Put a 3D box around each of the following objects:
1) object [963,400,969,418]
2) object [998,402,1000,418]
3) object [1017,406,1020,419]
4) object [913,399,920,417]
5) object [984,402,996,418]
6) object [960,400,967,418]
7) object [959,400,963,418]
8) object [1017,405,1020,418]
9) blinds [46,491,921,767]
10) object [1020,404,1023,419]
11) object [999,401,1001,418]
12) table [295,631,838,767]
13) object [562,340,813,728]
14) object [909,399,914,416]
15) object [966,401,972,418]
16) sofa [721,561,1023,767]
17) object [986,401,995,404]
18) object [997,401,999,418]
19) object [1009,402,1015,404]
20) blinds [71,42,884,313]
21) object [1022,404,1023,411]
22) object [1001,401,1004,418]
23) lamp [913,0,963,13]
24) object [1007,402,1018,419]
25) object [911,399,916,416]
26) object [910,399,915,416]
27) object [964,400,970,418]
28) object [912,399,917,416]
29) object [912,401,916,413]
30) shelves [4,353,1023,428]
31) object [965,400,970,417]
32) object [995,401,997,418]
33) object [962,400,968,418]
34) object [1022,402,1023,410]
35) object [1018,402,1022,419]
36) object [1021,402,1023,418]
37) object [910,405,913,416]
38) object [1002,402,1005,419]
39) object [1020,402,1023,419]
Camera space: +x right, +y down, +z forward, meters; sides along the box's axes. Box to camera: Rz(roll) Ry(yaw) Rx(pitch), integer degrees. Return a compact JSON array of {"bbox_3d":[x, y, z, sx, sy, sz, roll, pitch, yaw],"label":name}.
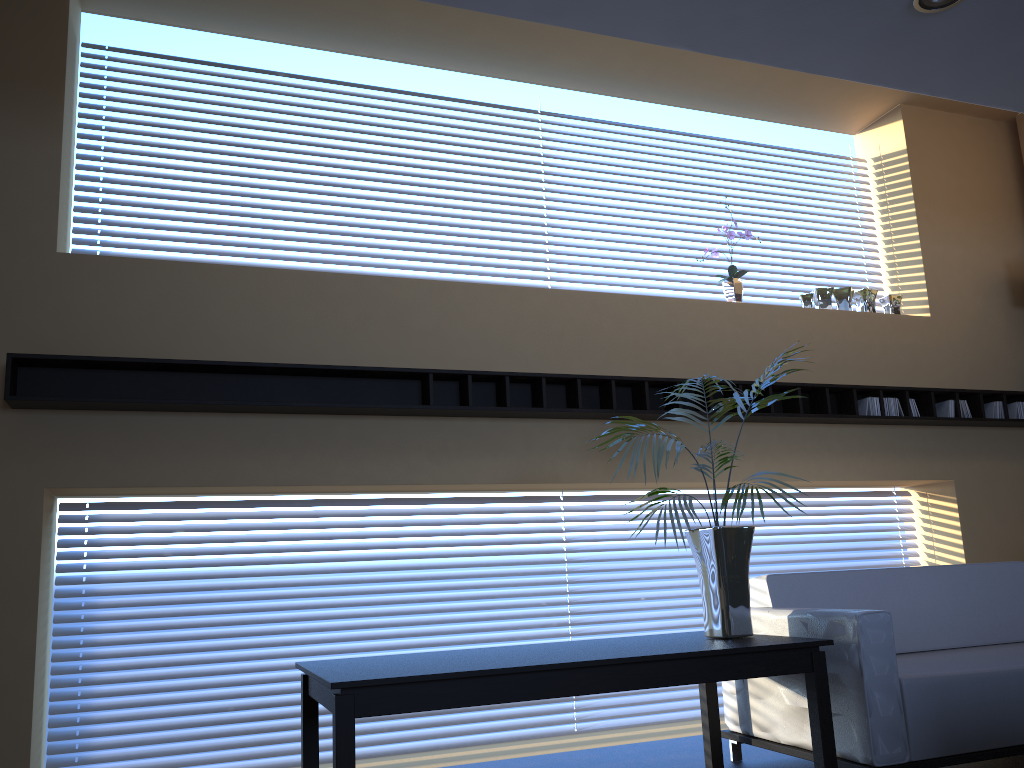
[{"bbox_3d":[2.981,0.182,5.933,0.030,0.119,0.143,1,-12,-21],"label":"object"},{"bbox_3d":[3.256,0.191,6.035,0.030,0.119,0.143,1,-12,-21],"label":"object"},{"bbox_3d":[3.425,0.197,6.101,0.009,0.119,0.143,1,-12,-21],"label":"object"},{"bbox_3d":[2.588,0.170,5.789,0.040,0.118,0.143,1,-12,-20],"label":"object"},{"bbox_3d":[3.222,0.191,6.025,0.040,0.118,0.143,1,-12,-21],"label":"object"},{"bbox_3d":[2.961,0.181,5.926,0.030,0.119,0.143,1,-12,-20],"label":"object"},{"bbox_3d":[2.942,0.180,5.919,0.009,0.119,0.143,1,-12,-20],"label":"object"},{"bbox_3d":[3.425,0.196,6.100,0.006,0.118,0.141,1,-12,-20],"label":"object"},{"bbox_3d":[0.315,1.336,5.202,5.392,1.360,0.047,2,-12,-20],"label":"blinds"},{"bbox_3d":[3.447,0.196,6.102,0.009,0.119,0.143,1,-12,-21],"label":"object"},{"bbox_3d":[3.267,0.190,6.036,0.030,0.119,0.143,1,-12,-20],"label":"object"},{"bbox_3d":[0.193,1.334,3.395,1.895,0.600,0.902,2,-13,-20],"label":"table"},{"bbox_3d":[0.847,0.868,4.335,1.040,1.850,1.905,-3,-12,-1],"label":"object"},{"bbox_3d":[2.547,0.167,5.768,0.026,0.117,0.141,1,-12,-20],"label":"object"},{"bbox_3d":[3.004,0.184,5.943,0.040,0.118,0.143,1,-12,-21],"label":"object"},{"bbox_3d":[2.106,1.277,4.137,2.057,0.844,1.019,2,-13,-20],"label":"sofa"},{"bbox_3d":[3.222,0.192,6.028,0.041,0.121,0.143,1,-12,-21],"label":"object"},{"bbox_3d":[3.247,0.190,6.030,0.026,0.117,0.141,1,-12,-20],"label":"object"},{"bbox_3d":[3.406,0.196,6.085,0.041,0.121,0.143,1,-12,-21],"label":"object"},{"bbox_3d":[0.192,-1.179,5.689,5.392,1.454,0.039,2,-12,-20],"label":"blinds"},{"bbox_3d":[3.464,0.198,6.116,0.009,0.119,0.143,1,-12,-20],"label":"object"},{"bbox_3d":[3.285,0.191,6.047,0.009,0.119,0.143,1,-12,-20],"label":"object"},{"bbox_3d":[1.661,-1.545,3.434,0.210,0.096,0.208,-12,-15,38],"label":"lamp"},{"bbox_3d":[3.404,0.196,6.088,0.040,0.118,0.143,1,-12,-21],"label":"object"},{"bbox_3d":[2.564,0.169,5.781,0.030,0.119,0.143,1,-12,-20],"label":"object"},{"bbox_3d":[2.555,0.168,5.774,0.030,0.119,0.143,1,-12,-20],"label":"object"},{"bbox_3d":[2.990,0.182,5.938,0.030,0.119,0.143,1,-12,-21],"label":"object"},{"bbox_3d":[2.574,0.169,5.785,0.026,0.117,0.141,1,-12,-21],"label":"object"},{"bbox_3d":[2.573,0.170,5.787,0.030,0.119,0.143,1,-12,-21],"label":"object"},{"bbox_3d":[1.015,-0.024,4.673,6.623,0.212,1.255,2,-13,-20],"label":"shelves"},{"bbox_3d":[2.992,0.181,5.934,0.026,0.117,0.141,1,-12,-21],"label":"object"},{"bbox_3d":[3.235,0.191,6.033,0.030,0.119,0.143,1,-12,-21],"label":"object"},{"bbox_3d":[2.972,0.181,5.927,0.030,0.119,0.143,1,-12,-21],"label":"object"},{"bbox_3d":[3.476,0.196,6.112,0.009,0.119,0.143,1,-12,-21],"label":"object"},{"bbox_3d":[3.437,0.196,6.099,0.009,0.119,0.143,1,-12,-21],"label":"object"},{"bbox_3d":[3.457,0.196,6.105,0.009,0.119,0.143,1,-12,-20],"label":"object"},{"bbox_3d":[2.546,0.167,5.770,0.030,0.119,0.143,1,-12,-21],"label":"object"},{"bbox_3d":[3.294,0.192,6.053,0.009,0.119,0.143,1,-12,-21],"label":"object"},{"bbox_3d":[3.447,0.195,6.099,0.006,0.118,0.141,1,-12,-21],"label":"object"}]
